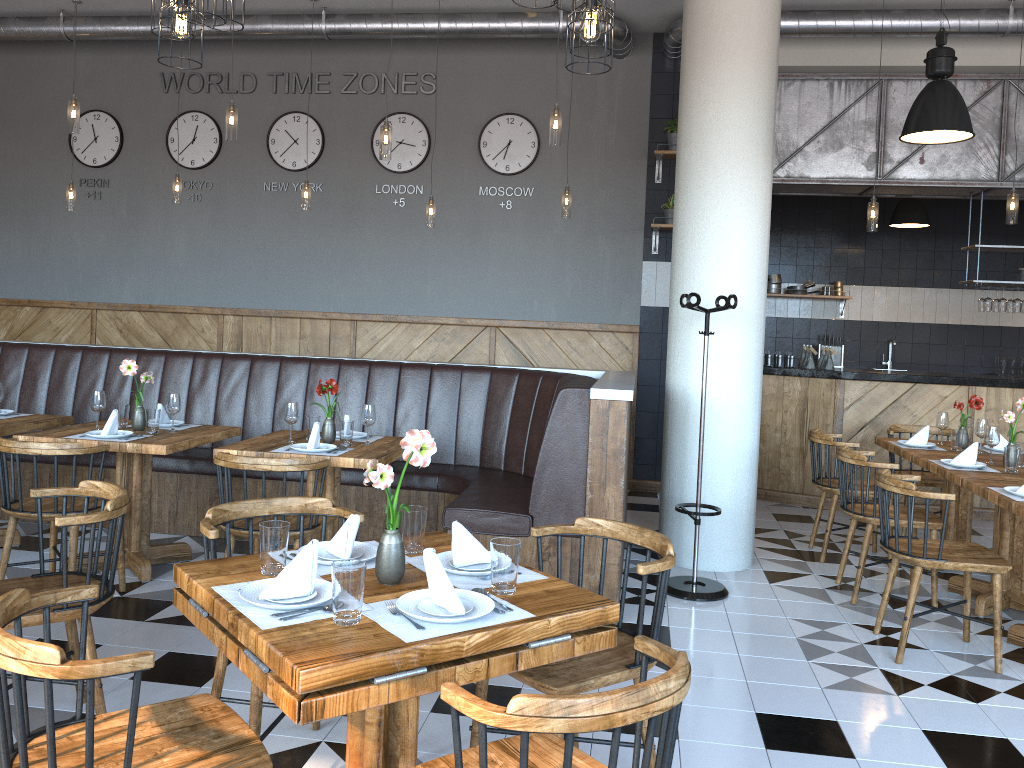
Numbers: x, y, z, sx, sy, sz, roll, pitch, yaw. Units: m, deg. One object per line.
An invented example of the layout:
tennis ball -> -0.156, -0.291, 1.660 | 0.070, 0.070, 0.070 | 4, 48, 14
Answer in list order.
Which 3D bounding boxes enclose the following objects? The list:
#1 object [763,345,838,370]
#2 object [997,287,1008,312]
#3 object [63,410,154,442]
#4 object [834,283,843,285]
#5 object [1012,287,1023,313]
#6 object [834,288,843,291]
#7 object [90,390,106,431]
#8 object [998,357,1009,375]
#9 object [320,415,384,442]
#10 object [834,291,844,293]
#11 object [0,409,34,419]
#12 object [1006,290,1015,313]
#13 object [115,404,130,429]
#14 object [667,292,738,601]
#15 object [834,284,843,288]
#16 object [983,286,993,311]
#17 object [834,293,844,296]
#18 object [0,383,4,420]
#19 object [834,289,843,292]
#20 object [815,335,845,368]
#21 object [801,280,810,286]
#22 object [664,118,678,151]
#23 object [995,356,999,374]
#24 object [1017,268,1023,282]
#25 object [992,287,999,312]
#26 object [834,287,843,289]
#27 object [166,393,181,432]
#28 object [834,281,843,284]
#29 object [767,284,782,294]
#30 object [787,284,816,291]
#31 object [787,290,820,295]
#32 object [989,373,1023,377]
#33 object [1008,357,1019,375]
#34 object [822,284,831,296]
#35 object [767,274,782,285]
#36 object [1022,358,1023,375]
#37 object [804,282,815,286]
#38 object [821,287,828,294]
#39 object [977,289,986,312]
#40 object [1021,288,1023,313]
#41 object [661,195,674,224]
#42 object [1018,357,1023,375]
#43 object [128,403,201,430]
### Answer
object -> 2.545, -0.250, 7.877 | 0.598, 0.203, 0.422 | 3, 4, 8
object -> 4.246, -0.732, 7.665 | 0.081, 0.215, 0.081 | 2, 2, 0
object -> -2.118, 0.208, 4.661 | 0.352, 0.137, 0.272 | 3, 4, 8
object -> 3.718, -1.130, 10.087 | 0.100, 0.036, 0.100 | 4, 4, 19
object -> 4.364, -0.726, 7.648 | 0.081, 0.215, 0.081 | 2, 2, 0
object -> 3.719, -1.073, 10.093 | 0.100, 0.043, 0.100 | 6, 5, 41
object -> -2.289, 0.146, 4.896 | 0.081, 0.215, 0.081 | 1, 2, -28
object -> 5.387, -0.192, 9.718 | 0.105, 0.209, 0.105 | 1, 3, -37
object -> -0.923, 0.235, 5.015 | 0.352, 0.137, 0.272 | 3, 4, 8
object -> 3.721, -1.034, 10.086 | 0.100, 0.048, 0.100 | 4, 4, 27
object -> -3.128, 0.118, 5.341 | 0.352, 0.137, 0.272 | 3, 4, 8
object -> 4.383, -0.734, 7.779 | 0.081, 0.215, 0.081 | 2, 2, 0
object -> -2.204, 0.183, 5.006 | 0.080, 0.132, 0.080 | 3, 2, 8
object -> 1.051, 0.329, 4.919 | 0.374, 1.656, 0.375 | 2, 2, -14
object -> 3.717, -1.113, 10.087 | 0.100, 0.036, 0.100 | -1, 5, -43
object -> 4.129, -0.738, 7.683 | 0.081, 0.215, 0.081 | 2, 2, 0
object -> 3.722, -1.013, 10.087 | 0.100, 0.036, 0.100 | 2, 4, -13
object -> -2.979, 0.101, 5.109 | 0.081, 0.215, 0.081 | 4, 2, 39
object -> 3.720, -1.052, 10.091 | 0.099, 0.050, 0.099 | 2, 3, -6
object -> 3.632, -0.375, 10.088 | 0.322, 0.371, 0.067 | 3, 2, 8
object -> 3.303, -1.120, 10.116 | 0.065, 0.117, 0.321 | 2, 4, -9
object -> 1.418, -2.160, 7.713 | 0.235, 0.300, 0.172 | 2, 2, -2
object -> 5.415, -0.198, 9.823 | 0.105, 0.209, 0.105 | 1, 3, -37
object -> 4.469, -0.946, 7.753 | 0.080, 0.132, 0.080 | 4, 3, 38
object -> 4.266, -0.740, 7.797 | 0.081, 0.215, 0.081 | 2, 2, 0
object -> 3.718, -1.095, 10.092 | 0.099, 0.057, 0.101 | 4, 4, 20
object -> -1.890, 0.159, 4.948 | 0.081, 0.215, 0.081 | 1, 2, -28
object -> 3.720, -1.150, 10.085 | 0.100, 0.047, 0.100 | 3, 4, 4
object -> 2.932, -1.116, 10.230 | 0.348, 0.153, 0.200 | 3, 3, 7
object -> 3.324, -1.093, 10.138 | 0.351, 0.092, 0.231 | 5, 5, 36
object -> 3.311, -1.048, 10.135 | 0.232, 0.060, 0.352 | -1, 5, -38
object -> 5.518, -0.094, 9.757 | 0.437, 0.018, 0.273 | 3, 4, 8
object -> 5.513, -0.189, 9.748 | 0.105, 0.209, 0.105 | 1, 3, -37
object -> 3.582, -1.071, 10.072 | 0.094, 0.136, 0.047 | 3, 2, 10
object -> 2.934, -1.202, 10.214 | 0.350, 0.168, 0.214 | 2, 3, -4
object -> 5.632, -0.179, 9.678 | 0.105, 0.209, 0.105 | 1, 3, -37
object -> 3.315, -1.109, 10.128 | 0.062, 0.105, 0.325 | 0, 4, -43
object -> 3.597, -1.076, 10.164 | 0.094, 0.136, 0.047 | 3, 2, 4
object -> 4.149, -0.746, 7.814 | 0.081, 0.215, 0.081 | 2, 2, 0
object -> 4.501, -0.728, 7.762 | 0.081, 0.215, 0.081 | 2, 2, 0
object -> 1.386, -1.516, 7.731 | 0.189, 0.268, 0.173 | 4, 3, 26
object -> 5.642, -0.187, 9.792 | 0.105, 0.209, 0.105 | 1, 3, -37
object -> -2.032, 0.176, 5.179 | 0.352, 0.137, 0.272 | 3, 4, 8
